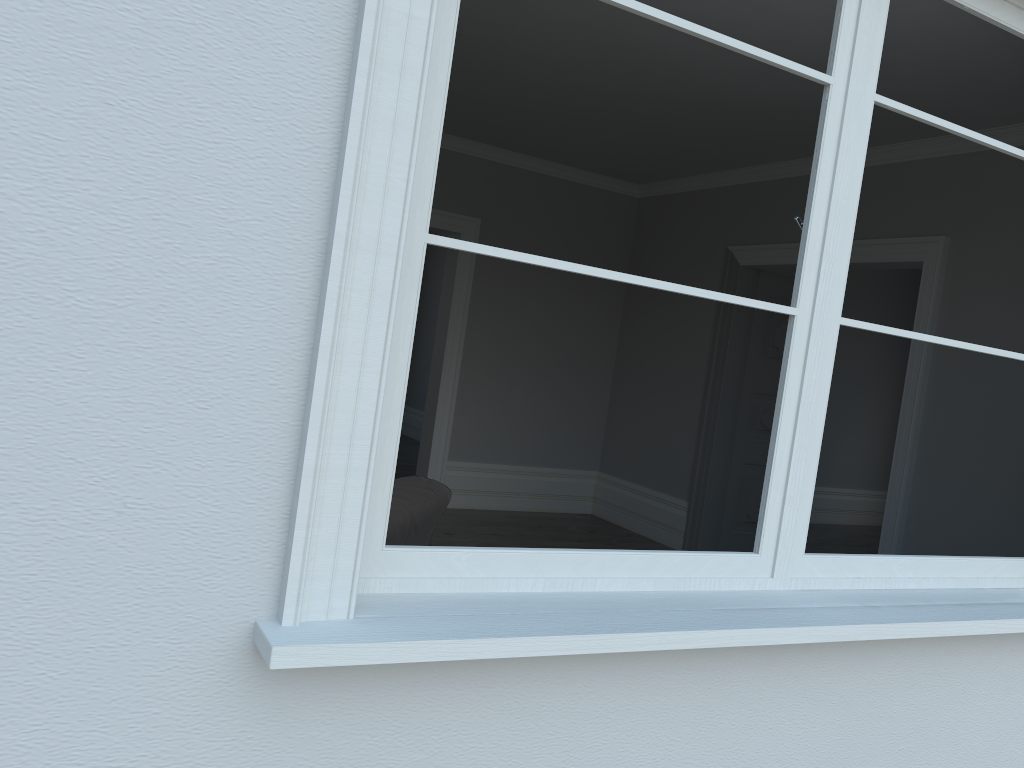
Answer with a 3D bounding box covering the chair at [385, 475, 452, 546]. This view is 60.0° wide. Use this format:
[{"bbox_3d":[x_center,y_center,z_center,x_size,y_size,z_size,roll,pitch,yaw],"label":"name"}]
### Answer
[{"bbox_3d":[-0.802,0.660,2.786,0.970,0.795,0.807,9,2,12],"label":"chair"}]
